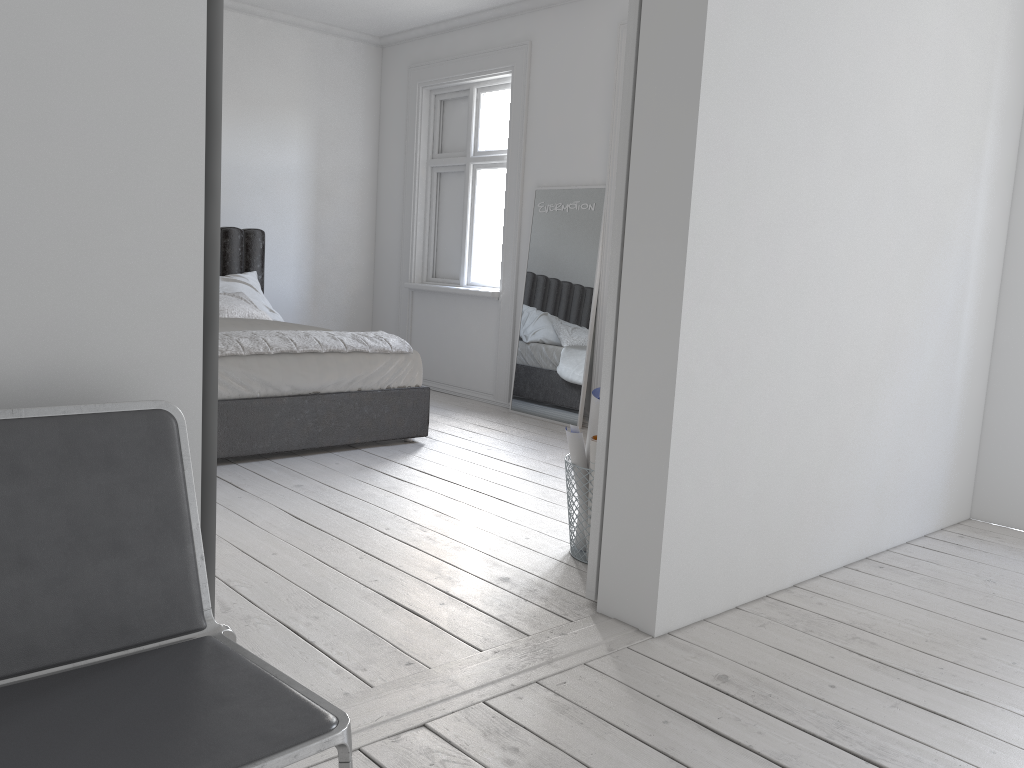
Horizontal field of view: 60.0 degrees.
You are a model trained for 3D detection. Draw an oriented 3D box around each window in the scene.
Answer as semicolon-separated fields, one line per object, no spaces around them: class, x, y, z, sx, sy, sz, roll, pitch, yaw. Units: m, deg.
window;-0.315;-1.496;6.765;0.079;1.536;1.047;-4;10;-42

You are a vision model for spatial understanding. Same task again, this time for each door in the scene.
door;0.521;-0.508;2.845;0.034;2.325;0.678;9;10;38

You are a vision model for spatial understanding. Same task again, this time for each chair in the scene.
chair;-0.536;0.462;1.142;0.562;0.797;0.525;-4;10;-42

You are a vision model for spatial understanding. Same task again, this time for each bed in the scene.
bed;-1.749;-0.355;5.163;1.888;1.168;2.177;-4;11;-42

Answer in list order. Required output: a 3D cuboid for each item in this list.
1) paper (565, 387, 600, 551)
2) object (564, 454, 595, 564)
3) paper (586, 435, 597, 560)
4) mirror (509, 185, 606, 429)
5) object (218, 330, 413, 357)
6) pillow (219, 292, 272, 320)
paper;0.398;0.236;3.174;0.431;0.793;0.181;3;8;0
object;0.367;0.452;3.226;0.375;0.350;0.374;-3;10;-40
paper;0.295;0.405;3.098;0.057;0.464;0.123;6;8;19
mirror;0.302;-0.526;5.896;0.145;1.553;0.669;-4;10;-42
object;-1.193;-0.213;4.544;1.460;0.104;0.405;-4;11;-42
pillow;-2.009;-0.467;5.491;0.416;0.225;1.147;10;10;40
